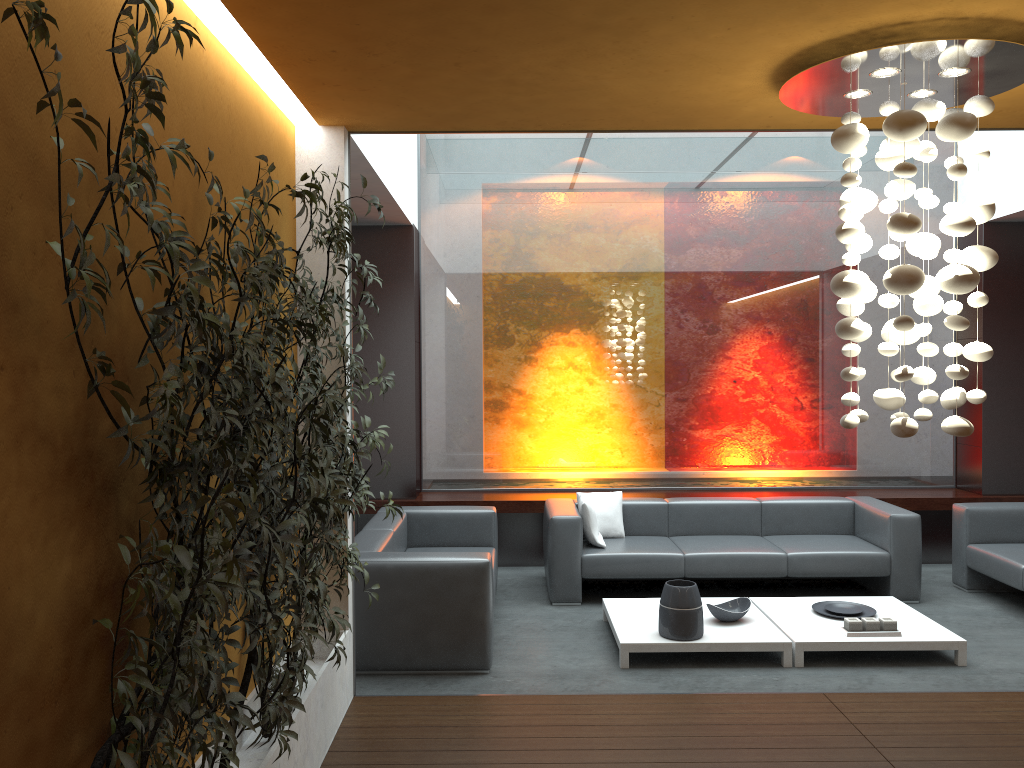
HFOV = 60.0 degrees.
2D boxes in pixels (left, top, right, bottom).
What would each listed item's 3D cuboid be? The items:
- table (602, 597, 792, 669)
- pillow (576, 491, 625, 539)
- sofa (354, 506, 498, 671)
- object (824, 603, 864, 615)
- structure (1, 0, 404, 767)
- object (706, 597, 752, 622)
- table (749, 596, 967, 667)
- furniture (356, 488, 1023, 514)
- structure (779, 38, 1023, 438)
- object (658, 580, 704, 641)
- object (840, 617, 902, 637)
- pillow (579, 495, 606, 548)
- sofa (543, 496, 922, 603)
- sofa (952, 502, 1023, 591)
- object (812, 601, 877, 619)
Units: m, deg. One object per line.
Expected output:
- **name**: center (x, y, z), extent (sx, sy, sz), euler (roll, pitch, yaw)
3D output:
- **table**: center (1.129, 1.568, 5.655), extent (1.000, 0.150, 1.000), euler (0, 1, 0)
- **pillow**: center (0.707, 1.048, 7.095), extent (0.376, 0.361, 0.169), euler (0, 1, -2)
- **sofa**: center (-0.579, 1.299, 6.050), extent (0.943, 0.652, 2.025), euler (0, 1, 0)
- **object**: center (2.150, 1.467, 5.748), extent (0.239, 0.027, 0.239), euler (-1, 1, -28)
- **structure**: center (-0.809, 0.191, 3.057), extent (0.622, 2.483, 3.166), euler (0, 1, -1)
- **object**: center (1.370, 1.430, 5.598), extent (0.317, 0.125, 0.223), euler (-1, 1, -33)
- **table**: center (2.146, 1.561, 5.657), extent (1.000, 0.150, 1.000), euler (0, 1, 0)
- **furniture**: center (1.645, 1.049, 7.992), extent (6.000, 0.109, 0.600), euler (0, 1, 0)
- **structure**: center (1.642, -0.559, 3.716), extent (1.002, 1.529, 1.002), euler (-1, 1, -42)
- **object**: center (1.010, 1.345, 5.301), extent (0.265, 0.309, 0.265), euler (-1, 1, -28)
- **object**: center (2.142, 1.445, 5.298), extent (0.326, 0.097, 0.118), euler (0, 1, 0)
- **pillow**: center (0.608, 1.055, 6.826), extent (0.186, 0.358, 0.376), euler (0, 1, -1)
- **sofa**: center (1.645, 1.268, 6.962), extent (2.781, 0.652, 0.943), euler (0, 1, 0)
- **sofa**: center (3.946, 1.271, 6.060), extent (0.943, 0.652, 2.025), euler (0, 1, 0)
- **object**: center (2.150, 1.470, 5.748), extent (0.394, 0.027, 0.394), euler (0, 1, 17)
